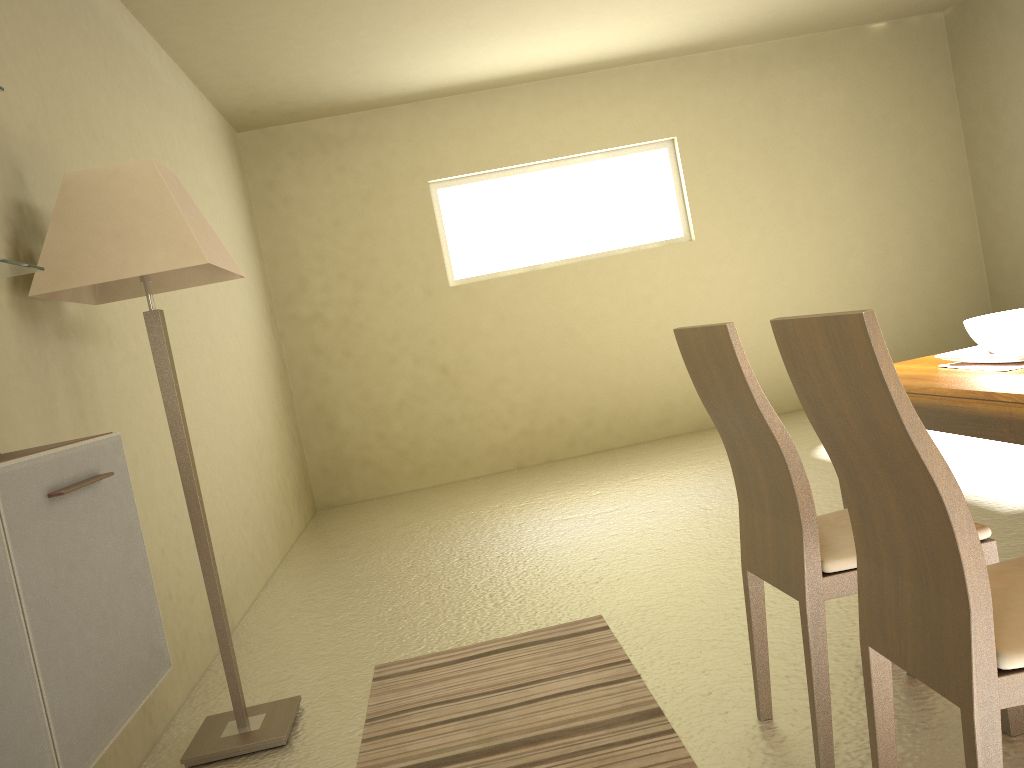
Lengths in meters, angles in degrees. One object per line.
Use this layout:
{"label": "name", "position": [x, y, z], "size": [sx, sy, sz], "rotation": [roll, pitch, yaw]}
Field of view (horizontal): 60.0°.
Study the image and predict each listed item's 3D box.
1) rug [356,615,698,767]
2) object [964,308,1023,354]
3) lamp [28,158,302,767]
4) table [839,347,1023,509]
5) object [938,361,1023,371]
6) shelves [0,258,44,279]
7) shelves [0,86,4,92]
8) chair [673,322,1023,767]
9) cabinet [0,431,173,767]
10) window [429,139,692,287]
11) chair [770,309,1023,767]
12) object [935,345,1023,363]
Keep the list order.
{"label": "rug", "position": [-0.010, 0.966, 2.427], "size": [0.843, 0.010, 1.613], "rotation": [-11, 3, -5]}
{"label": "object", "position": [1.196, -0.118, 2.080], "size": [0.233, 0.101, 0.233], "rotation": [-12, 3, -16]}
{"label": "lamp", "position": [-1.011, 0.234, 2.746], "size": [0.499, 1.782, 0.499], "rotation": [-11, 3, -5]}
{"label": "table", "position": [1.498, 0.301, 1.873], "size": [1.000, 0.790, 1.411], "rotation": [-11, 3, -5]}
{"label": "object", "position": [1.372, -0.096, 2.109], "size": [0.589, 0.010, 0.287], "rotation": [-11, 3, -2]}
{"label": "shelves", "position": [-1.072, -0.188, 0.778], "size": [0.255, 0.008, 2.463], "rotation": [-11, 3, -5]}
{"label": "shelves", "position": [-1.150, -0.588, 0.755], "size": [0.255, 0.008, 2.463], "rotation": [-11, 3, -5]}
{"label": "chair", "position": [0.768, 0.315, 2.095], "size": [0.507, 1.017, 0.404], "rotation": [-12, 3, -7]}
{"label": "cabinet", "position": [-0.885, 0.465, 0.822], "size": [0.372, 0.570, 2.463], "rotation": [-11, 3, -5]}
{"label": "window", "position": [0.400, -1.382, 7.216], "size": [2.025, 0.848, 0.100], "rotation": [-11, 3, -5]}
{"label": "chair", "position": [0.836, 0.336, 1.509], "size": [0.507, 1.017, 0.404], "rotation": [-11, 3, -5]}
{"label": "object", "position": [1.204, -0.079, 2.082], "size": [0.283, 0.033, 0.283], "rotation": [-12, 3, -11]}
